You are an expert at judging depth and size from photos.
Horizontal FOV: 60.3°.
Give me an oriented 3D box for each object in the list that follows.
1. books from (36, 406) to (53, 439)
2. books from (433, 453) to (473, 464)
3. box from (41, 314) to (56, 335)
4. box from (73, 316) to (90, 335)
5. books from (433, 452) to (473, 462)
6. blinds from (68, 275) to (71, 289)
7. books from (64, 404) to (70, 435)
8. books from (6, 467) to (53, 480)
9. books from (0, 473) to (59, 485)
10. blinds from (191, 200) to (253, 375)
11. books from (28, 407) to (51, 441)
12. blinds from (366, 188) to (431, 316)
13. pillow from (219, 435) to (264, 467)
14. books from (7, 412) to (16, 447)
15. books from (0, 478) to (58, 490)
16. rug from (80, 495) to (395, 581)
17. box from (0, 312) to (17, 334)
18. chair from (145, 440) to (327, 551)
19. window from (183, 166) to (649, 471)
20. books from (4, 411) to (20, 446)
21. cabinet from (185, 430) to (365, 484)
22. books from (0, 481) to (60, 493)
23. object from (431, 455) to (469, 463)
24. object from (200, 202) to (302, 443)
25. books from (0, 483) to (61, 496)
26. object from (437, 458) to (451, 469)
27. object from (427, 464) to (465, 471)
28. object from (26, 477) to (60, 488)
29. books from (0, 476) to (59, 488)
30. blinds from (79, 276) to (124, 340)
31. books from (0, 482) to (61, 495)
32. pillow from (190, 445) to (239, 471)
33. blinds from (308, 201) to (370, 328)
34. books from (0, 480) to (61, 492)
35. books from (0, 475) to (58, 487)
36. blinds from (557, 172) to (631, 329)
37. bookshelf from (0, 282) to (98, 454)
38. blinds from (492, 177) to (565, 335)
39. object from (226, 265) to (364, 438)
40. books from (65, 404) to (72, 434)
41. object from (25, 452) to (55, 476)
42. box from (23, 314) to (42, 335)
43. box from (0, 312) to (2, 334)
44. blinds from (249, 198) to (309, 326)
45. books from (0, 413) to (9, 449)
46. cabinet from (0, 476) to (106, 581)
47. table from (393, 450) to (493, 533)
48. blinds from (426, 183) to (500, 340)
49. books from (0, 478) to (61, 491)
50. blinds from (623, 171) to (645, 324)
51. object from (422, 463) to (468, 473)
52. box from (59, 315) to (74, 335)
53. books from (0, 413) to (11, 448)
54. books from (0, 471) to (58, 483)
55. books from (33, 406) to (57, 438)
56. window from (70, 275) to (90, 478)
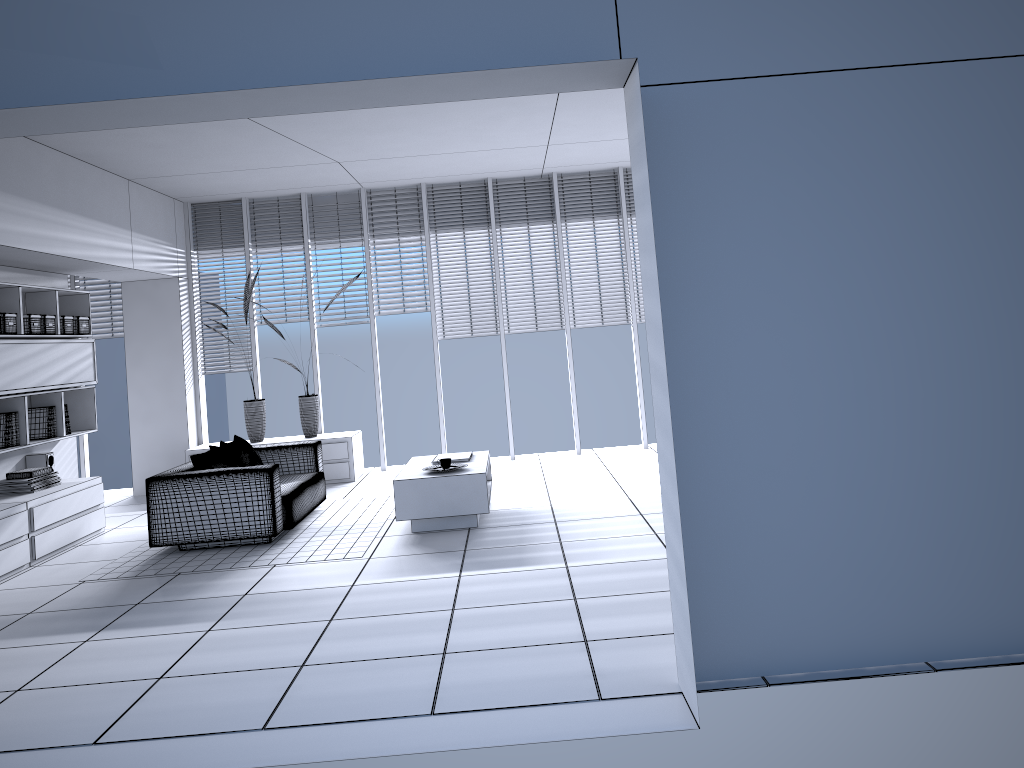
[{"bbox_3d":[-3.845,0.320,7.167,0.207,0.261,0.074,-5,-3,-1],"label":"books"},{"bbox_3d":[-0.463,0.588,6.961,0.285,0.008,0.415,-5,3,1],"label":"books"},{"bbox_3d":[-3.893,-0.473,7.179,0.280,0.163,0.178,-5,0,0],"label":"box"},{"bbox_3d":[-3.895,-0.504,7.749,0.280,0.162,0.216,-5,1,0],"label":"box"},{"bbox_3d":[-0.464,0.574,6.950,0.285,0.008,0.415,-5,3,1],"label":"books"},{"bbox_3d":[-5.049,-0.905,9.641,0.637,1.911,0.038,-5,-3,-1],"label":"blinds"},{"bbox_3d":[-3.856,0.309,7.435,0.207,0.261,0.074,-5,-3,0],"label":"books"},{"bbox_3d":[-3.683,0.681,6.730,0.207,0.050,0.258,-5,3,5],"label":"books"},{"bbox_3d":[-3.706,0.723,6.736,0.285,0.008,0.415,-5,3,1],"label":"books"},{"bbox_3d":[-3.151,-1.061,9.625,0.637,1.891,0.057,-5,-3,-1],"label":"blinds"},{"bbox_3d":[-3.845,0.322,7.135,0.207,0.261,0.074,-5,-3,-1],"label":"books"},{"bbox_3d":[-1.246,-1.452,9.658,0.637,1.383,0.038,-5,-3,-1],"label":"blinds"},{"bbox_3d":[-2.186,0.621,7.220,0.300,0.399,0.565,-5,1,-3],"label":"pillow"},{"bbox_3d":[-3.846,0.349,6.629,0.207,0.260,0.050,-5,-3,0],"label":"books"},{"bbox_3d":[-3.705,0.761,6.727,0.285,0.008,0.415,-5,3,1],"label":"books"},{"bbox_3d":[-1.850,1.112,6.693,1.798,0.001,2.231,-5,3,0],"label":"rug"},{"bbox_3d":[-3.890,-0.442,6.607,0.281,0.163,0.174,-5,0,0],"label":"box"},{"bbox_3d":[-2.052,0.837,6.913,0.960,0.553,1.648,-5,2,0],"label":"chair"},{"bbox_3d":[-0.694,-0.669,9.531,5.502,3.141,0.099,-5,-3,-1],"label":"window"},{"bbox_3d":[-3.846,0.346,6.681,0.207,0.260,0.050,-5,-3,0],"label":"books"},{"bbox_3d":[-2.421,0.807,9.089,1.675,0.452,0.596,-5,1,0],"label":"cabinet"},{"bbox_3d":[-3.710,0.792,6.748,0.285,0.008,0.415,-5,3,1],"label":"books"},{"bbox_3d":[-0.473,0.582,6.950,0.285,0.008,0.415,-5,3,1],"label":"object"},{"bbox_3d":[-2.767,-0.903,9.349,1.420,3.000,0.494,-6,-3,28],"label":"object"},{"bbox_3d":[-3.701,0.809,6.758,0.285,0.008,0.415,-5,3,1],"label":"books"},{"bbox_3d":[-0.483,0.576,6.361,0.096,0.070,0.084,-5,1,-19],"label":"object"},{"bbox_3d":[-0.483,0.607,6.359,0.218,0.012,0.213,-8,4,-44],"label":"object"},{"bbox_3d":[-3.710,0.763,6.749,0.285,0.008,0.415,-5,3,1],"label":"object"},{"bbox_3d":[-3.706,0.752,6.734,0.285,0.008,0.415,-5,3,1],"label":"books"},{"bbox_3d":[-4.428,-1.186,9.660,0.637,1.383,0.038,-5,-3,-1],"label":"blinds"},{"bbox_3d":[-3.702,0.800,6.765,0.285,0.008,0.415,-5,3,1],"label":"books"},{"bbox_3d":[-2.182,0.674,6.639,0.340,0.390,0.566,-5,1,-3],"label":"pillow"},{"bbox_3d":[-1.882,-1.315,9.645,0.637,1.362,0.057,-5,-3,-1],"label":"blinds"},{"bbox_3d":[-3.701,0.780,6.760,0.285,0.008,0.415,-5,3,1],"label":"books"},{"bbox_3d":[-3.714,0.743,6.717,0.285,0.008,0.415,-5,3,1],"label":"books"},{"bbox_3d":[0.905,-1.471,9.667,0.715,1.698,0.047,-5,-3,-1],"label":"blinds"},{"bbox_3d":[-3.869,-0.117,6.473,0.327,1.254,2.815,-5,2,0],"label":"bookshelf"},{"bbox_3d":[0.186,-1.410,9.661,0.715,1.698,0.047,-5,-3,-1],"label":"blinds"},{"bbox_3d":[-2.195,-0.369,8.996,1.552,1.873,0.688,-5,-2,-6],"label":"object"},{"bbox_3d":[-3.856,0.307,7.467,0.207,0.261,0.074,-5,-3,0],"label":"books"},{"bbox_3d":[-3.856,0.686,7.211,0.177,0.232,0.119,-5,-2,0],"label":"object"},{"bbox_3d":[-3.892,-0.461,6.956,0.280,0.163,0.178,-5,0,0],"label":"box"},{"bbox_3d":[-3.889,-0.430,6.380,0.281,0.162,0.211,-5,1,0],"label":"box"},{"bbox_3d":[-2.530,-1.343,9.645,0.637,1.372,0.051,-5,-3,-1],"label":"blinds"},{"bbox_3d":[-3.842,0.354,6.531,0.207,0.261,0.074,-5,-3,-1],"label":"books"},{"bbox_3d":[-3.626,1.068,6.128,0.574,0.450,2.268,-5,3,0],"label":"cabinet"},{"bbox_3d":[-0.490,0.805,6.705,0.650,0.389,1.200,-5,2,0],"label":"table"},{"bbox_3d":[-0.520,-1.351,9.654,0.715,1.698,0.047,-5,-3,-1],"label":"blinds"},{"bbox_3d":[-3.702,0.771,6.767,0.285,0.008,0.415,-5,3,1],"label":"books"},{"bbox_3d":[1.621,-1.531,9.674,0.715,1.698,0.047,-5,-3,-1],"label":"blinds"},{"bbox_3d":[-0.481,0.613,6.363,0.328,0.024,0.330,-3,4,29],"label":"object"},{"bbox_3d":[-3.894,-0.489,7.480,0.280,0.163,0.178,-5,0,0],"label":"box"},{"bbox_3d":[-3.843,0.353,6.562,0.207,0.261,0.074,-5,-3,-1],"label":"books"},{"bbox_3d":[-3.714,0.714,6.719,0.285,0.008,0.415,-5,3,1],"label":"books"},{"bbox_3d":[-3.849,0.317,7.234,0.207,0.260,0.050,-5,-3,0],"label":"books"},{"bbox_3d":[-5.001,-0.308,9.522,0.688,3.141,0.099,-5,-3,-1],"label":"window"}]
